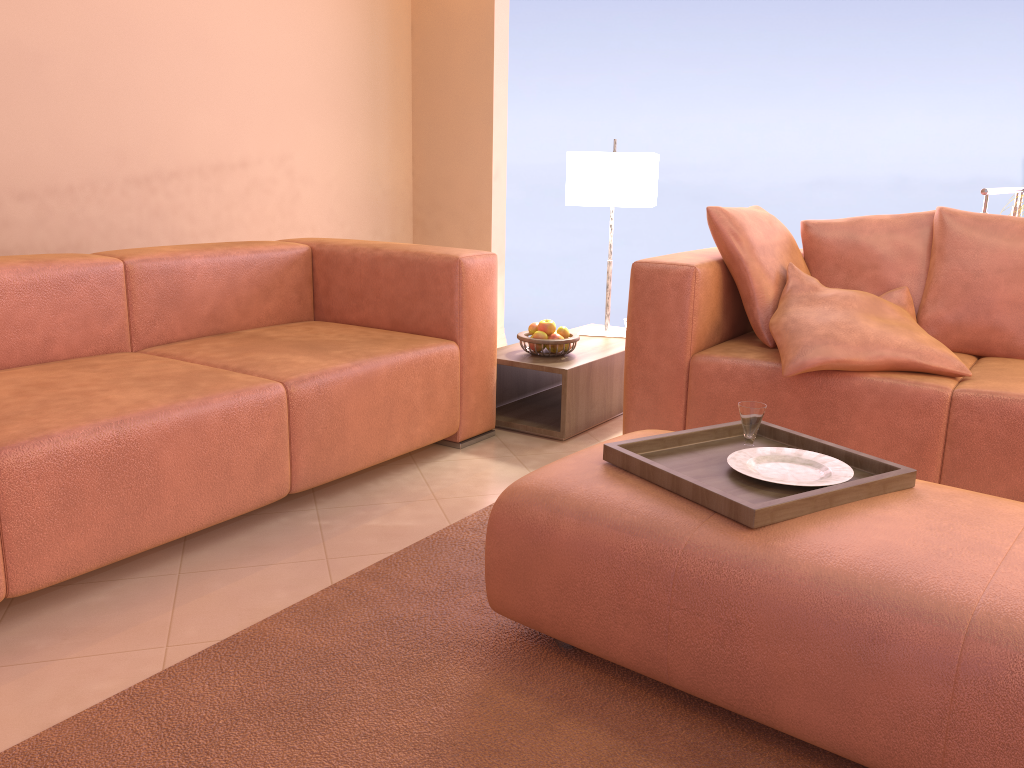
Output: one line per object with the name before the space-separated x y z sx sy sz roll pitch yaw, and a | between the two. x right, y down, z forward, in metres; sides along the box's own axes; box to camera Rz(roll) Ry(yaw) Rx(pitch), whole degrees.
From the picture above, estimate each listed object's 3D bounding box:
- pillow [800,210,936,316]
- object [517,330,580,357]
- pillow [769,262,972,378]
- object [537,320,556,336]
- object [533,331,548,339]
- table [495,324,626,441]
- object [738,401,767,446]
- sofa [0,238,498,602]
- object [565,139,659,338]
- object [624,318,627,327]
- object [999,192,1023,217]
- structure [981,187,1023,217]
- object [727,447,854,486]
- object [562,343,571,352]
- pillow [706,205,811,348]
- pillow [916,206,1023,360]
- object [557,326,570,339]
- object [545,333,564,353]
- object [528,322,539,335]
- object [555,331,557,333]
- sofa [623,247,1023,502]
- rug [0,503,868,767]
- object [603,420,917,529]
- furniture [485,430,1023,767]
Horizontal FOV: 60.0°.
pillow | 1.231 -0.377 3.037 0.492 0.446 0.255 5 14 17
object | 0.135 -0.149 3.324 0.235 0.071 0.235 7 15 25
pillow | 1.050 -0.204 2.720 0.517 0.292 0.514 2 13 3
object | 0.128 -0.207 3.291 0.069 0.061 0.068 0 13 -5
object | 0.104 -0.172 3.258 0.055 0.047 0.045 4 14 10
table | 0.273 -0.032 3.575 0.412 0.268 0.918 10 16 33
object | 0.520 0.089 1.933 0.061 0.091 0.061 5 14 18
sofa | -1.182 0.038 2.285 0.943 0.672 2.781 10 16 33
object | 0.414 -0.610 3.709 0.344 0.799 0.344 4 14 12
object | 0.482 -0.218 3.596 0.061 0.091 0.061 -3 14 -15
object | 2.246 -0.383 3.435 0.703 1.088 0.729 2 13 2
structure | 3.982 -0.363 3.107 4.176 0.541 1.663 10 16 33
object | 0.548 0.169 1.754 0.240 0.018 0.240 0 13 -3
object | 0.199 -0.144 3.319 0.046 0.046 0.055 4 14 11
pillow | 0.879 -0.380 3.047 0.314 0.455 0.519 9 15 29
pillow | 1.554 -0.319 2.823 0.470 0.468 0.211 8 15 28
object | 0.190 -0.189 3.302 0.051 0.053 0.045 -7 16 -32
object | 0.159 -0.150 3.273 0.074 0.076 0.072 13 18 42
object | 0.086 -0.208 3.324 0.047 0.046 0.054 6 14 19
object | 0.148 -0.167 3.345 0.076 0.065 0.077 -12 19 -44
sofa | 1.758 0.025 2.573 2.781 0.672 0.943 10 16 33
rug | 0.686 0.645 1.317 2.626 0.005 1.833 10 16 33
object | 0.482 0.161 1.768 0.436 0.034 0.421 -7 15 -30
furniture | 0.647 0.370 1.615 1.291 0.301 0.685 11 17 37
